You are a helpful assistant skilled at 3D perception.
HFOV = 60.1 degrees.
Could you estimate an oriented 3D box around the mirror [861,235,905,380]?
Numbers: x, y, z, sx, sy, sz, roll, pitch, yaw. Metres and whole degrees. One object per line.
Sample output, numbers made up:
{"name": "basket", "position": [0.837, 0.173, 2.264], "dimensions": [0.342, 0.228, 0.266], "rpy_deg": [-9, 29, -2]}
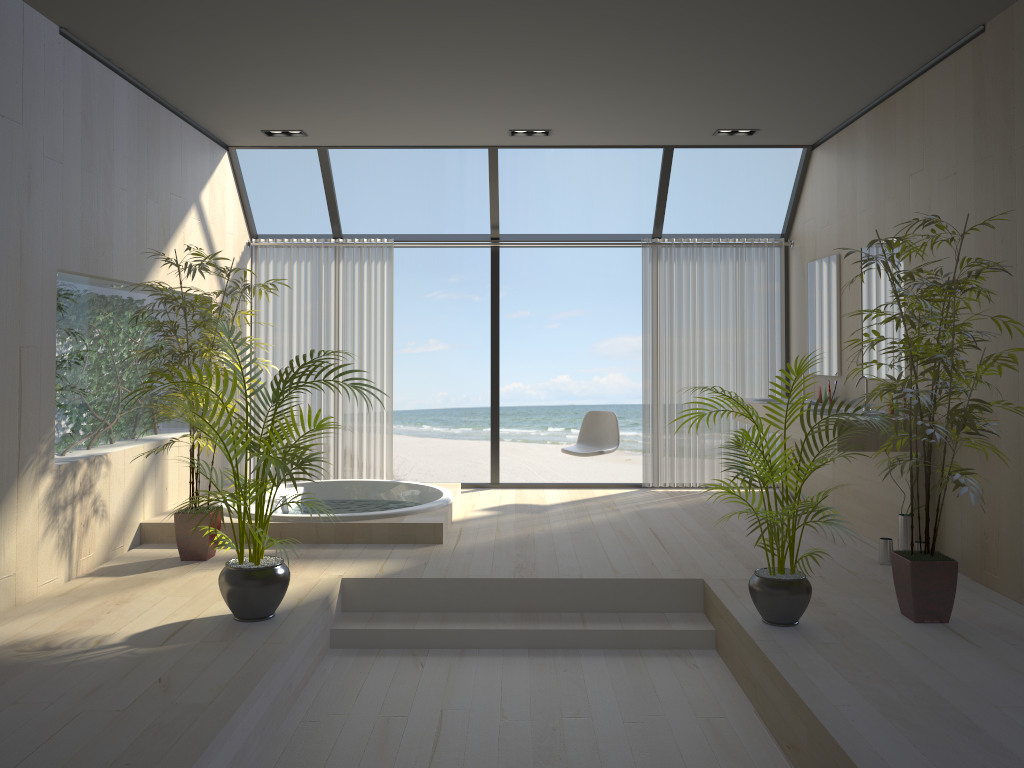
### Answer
{"name": "mirror", "position": [2.346, -0.466, 5.583], "dimensions": [0.023, 0.869, 0.653], "rpy_deg": [0, 0, 0]}

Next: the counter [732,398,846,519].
{"name": "counter", "position": [2.082, 0.531, 6.678], "dimensions": [0.550, 0.791, 1.205], "rpy_deg": [0, 1, 0]}

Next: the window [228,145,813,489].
{"name": "window", "position": [0.055, -0.518, 7.216], "dimensions": [4.560, 2.818, 0.744], "rpy_deg": [0, -1, 0]}

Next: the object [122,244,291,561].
{"name": "object", "position": [-1.811, 0.098, 4.969], "dimensions": [0.786, 1.759, 0.934], "rpy_deg": [0, -1, 25]}

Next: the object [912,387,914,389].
{"name": "object", "position": [2.248, 0.104, 5.012], "dimensions": [0.054, 0.175, 0.012], "rpy_deg": [-1, -2, 26]}

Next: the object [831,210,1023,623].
{"name": "object", "position": [1.837, 0.137, 3.815], "dimensions": [0.786, 1.759, 0.934], "rpy_deg": [0, -1, 25]}

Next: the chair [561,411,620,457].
{"name": "chair", "position": [0.636, 0.398, 7.031], "dimensions": [0.369, 0.348, 0.454], "rpy_deg": [0, 1, 29]}

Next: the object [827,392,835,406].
{"name": "object", "position": [2.243, 0.104, 6.224], "dimensions": [0.058, 0.100, 0.058], "rpy_deg": [0, -1, 7]}

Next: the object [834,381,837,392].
{"name": "object", "position": [2.258, 0.063, 6.218], "dimensions": [0.054, 0.175, 0.012], "rpy_deg": [-1, -2, 26]}

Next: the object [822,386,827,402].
{"name": "object", "position": [2.264, 0.081, 6.406], "dimensions": [0.039, 0.135, 0.039], "rpy_deg": [1, -2, -41]}

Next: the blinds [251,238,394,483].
{"name": "blinds", "position": [-1.580, -0.182, 7.413], "dimensions": [1.182, 2.073, 0.084], "rpy_deg": [0, -1, 0]}

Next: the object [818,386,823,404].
{"name": "object", "position": [2.197, 0.084, 6.314], "dimensions": [0.039, 0.135, 0.039], "rpy_deg": [1, -2, -41]}

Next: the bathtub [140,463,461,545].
{"name": "bathtub", "position": [-1.317, 0.875, 6.126], "dimensions": [1.821, 0.699, 1.647], "rpy_deg": [0, 1, 0]}

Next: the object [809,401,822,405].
{"name": "object", "position": [2.152, 0.135, 6.246], "dimensions": [0.104, 0.029, 0.032], "rpy_deg": [1, 1, 41]}

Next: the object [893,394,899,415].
{"name": "object", "position": [2.255, 0.122, 5.200], "dimensions": [0.039, 0.135, 0.039], "rpy_deg": [-1, -2, 42]}

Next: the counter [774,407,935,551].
{"name": "counter", "position": [2.073, 0.572, 5.473], "dimensions": [0.550, 0.791, 1.205], "rpy_deg": [0, 1, 0]}

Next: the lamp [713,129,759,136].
{"name": "lamp", "position": [1.632, -1.886, 6.461], "dimensions": [0.301, 0.112, 0.164], "rpy_deg": [0, 1, 0]}

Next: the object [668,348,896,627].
{"name": "object", "position": [1.088, 0.426, 3.772], "dimensions": [0.916, 1.158, 0.750], "rpy_deg": [0, 0, 34]}

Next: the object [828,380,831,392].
{"name": "object", "position": [2.224, 0.062, 6.202], "dimensions": [0.012, 0.178, 0.050], "rpy_deg": [-1, -2, 40]}

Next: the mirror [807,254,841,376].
{"name": "mirror", "position": [2.326, -0.502, 6.619], "dimensions": [0.023, 0.869, 0.653], "rpy_deg": [0, 0, 0]}

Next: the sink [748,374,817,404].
{"name": "sink", "position": [2.034, 0.117, 6.655], "dimensions": [0.504, 0.420, 0.573], "rpy_deg": [0, 1, 4]}

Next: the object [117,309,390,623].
{"name": "object", "position": [-1.066, 0.334, 3.878], "dimensions": [1.065, 1.347, 0.872], "rpy_deg": [0, 0, -11]}

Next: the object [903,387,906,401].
{"name": "object", "position": [2.215, 0.104, 4.997], "dimensions": [0.012, 0.178, 0.050], "rpy_deg": [-1, -2, 40]}

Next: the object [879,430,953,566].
{"name": "object", "position": [2.182, 0.614, 4.734], "dimensions": [0.407, 0.750, 0.273], "rpy_deg": [0, -1, -12]}

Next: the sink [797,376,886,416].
{"name": "sink", "position": [2.025, 0.158, 5.450], "dimensions": [0.504, 0.420, 0.573], "rpy_deg": [0, 1, 4]}

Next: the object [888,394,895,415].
{"name": "object", "position": [2.188, 0.125, 5.108], "dimensions": [0.039, 0.135, 0.039], "rpy_deg": [-1, -2, 42]}

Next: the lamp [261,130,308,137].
{"name": "lamp", "position": [-1.667, -1.887, 6.486], "dimensions": [0.301, 0.112, 0.164], "rpy_deg": [0, 1, 0]}

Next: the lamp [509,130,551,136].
{"name": "lamp", "position": [0.131, -1.886, 6.472], "dimensions": [0.301, 0.112, 0.164], "rpy_deg": [0, 1, 0]}

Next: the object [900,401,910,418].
{"name": "object", "position": [2.234, 0.145, 5.018], "dimensions": [0.058, 0.100, 0.058], "rpy_deg": [0, -1, 11]}

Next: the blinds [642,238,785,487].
{"name": "blinds", "position": [1.675, -0.181, 7.388], "dimensions": [1.182, 2.073, 0.084], "rpy_deg": [0, -1, 0]}

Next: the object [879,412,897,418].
{"name": "object", "position": [2.143, 0.176, 5.040], "dimensions": [0.104, 0.029, 0.032], "rpy_deg": [1, 1, 41]}
